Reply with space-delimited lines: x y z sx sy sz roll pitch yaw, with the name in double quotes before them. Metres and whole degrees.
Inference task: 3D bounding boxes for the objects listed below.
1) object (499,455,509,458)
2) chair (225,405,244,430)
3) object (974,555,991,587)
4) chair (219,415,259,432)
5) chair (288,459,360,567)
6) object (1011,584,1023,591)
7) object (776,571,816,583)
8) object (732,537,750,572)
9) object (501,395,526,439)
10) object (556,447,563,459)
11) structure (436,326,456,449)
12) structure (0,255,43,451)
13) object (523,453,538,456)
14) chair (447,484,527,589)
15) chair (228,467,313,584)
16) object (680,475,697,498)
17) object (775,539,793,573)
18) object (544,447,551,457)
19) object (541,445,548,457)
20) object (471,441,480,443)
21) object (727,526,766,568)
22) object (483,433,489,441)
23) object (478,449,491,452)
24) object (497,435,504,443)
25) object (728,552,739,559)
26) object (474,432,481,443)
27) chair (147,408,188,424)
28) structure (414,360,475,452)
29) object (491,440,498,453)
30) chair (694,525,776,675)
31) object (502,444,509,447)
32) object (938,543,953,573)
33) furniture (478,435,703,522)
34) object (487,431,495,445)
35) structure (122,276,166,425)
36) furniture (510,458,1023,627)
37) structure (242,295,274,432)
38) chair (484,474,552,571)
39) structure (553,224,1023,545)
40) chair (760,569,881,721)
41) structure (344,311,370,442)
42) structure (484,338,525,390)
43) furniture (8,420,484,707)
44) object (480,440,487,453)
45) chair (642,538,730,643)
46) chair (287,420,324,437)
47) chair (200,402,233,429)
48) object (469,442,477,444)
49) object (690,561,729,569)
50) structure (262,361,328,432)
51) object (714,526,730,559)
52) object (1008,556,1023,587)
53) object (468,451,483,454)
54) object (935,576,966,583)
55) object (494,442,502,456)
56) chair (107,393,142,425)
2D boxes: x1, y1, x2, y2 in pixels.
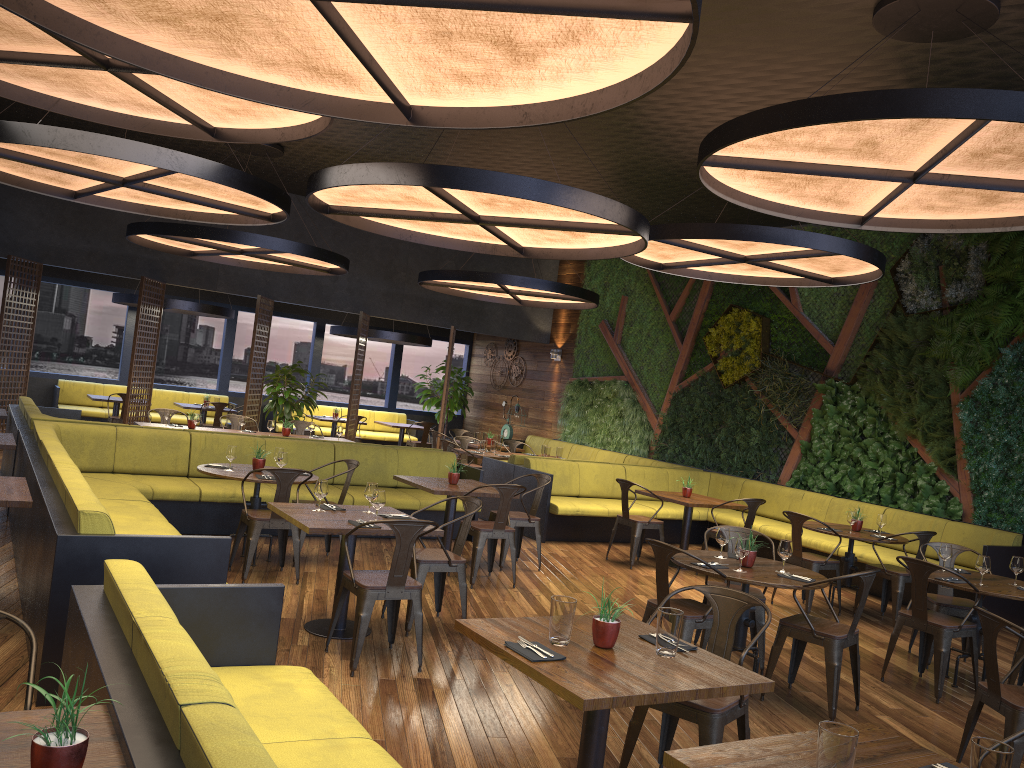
"object" -0.087 1.022 12.556 0.255 0.019 0.157 7 0 -32
"chair" -4.848 0.768 15.815 0.541 0.917 0.504 7 0 -31
"object" 3.318 1.316 6.254 0.097 0.206 0.097 7 0 -41
"chair" -3.683 0.890 11.864 0.504 0.917 0.541 7 0 -31
"chair" -1.686 1.114 7.869 0.541 0.917 0.504 7 0 -31
"object" 3.672 1.454 6.278 0.255 0.019 0.157 7 0 37
"object" 1.779 1.217 5.612 0.255 0.019 0.157 7 0 37
"object" 1.458 1.083 5.625 0.097 0.206 0.097 7 0 31
"object" -0.026 1.025 17.598 0.459 1.615 0.848 7 0 -31
"object" 0.712 1.045 13.320 0.102 0.178 0.102 7 0 45
"structure" -1.218 0.321 15.966 0.050 2.700 0.852 7 0 -1
"structure" -6.995 -0.412 12.455 0.050 2.700 0.852 7 0 -1
"object" 0.301 1.076 13.517 0.157 0.019 0.255 7 0 -32
"chair" -0.201 1.297 7.816 0.504 0.917 0.541 7 0 -31
"chair" -1.902 1.082 7.014 0.504 0.917 0.541 7 0 -31
"object" 1.963 1.134 9.949 0.260 0.271 0.238 7 0 8
"object" 1.779 1.123 5.787 0.097 0.206 0.097 7 0 10
"object" 0.520 1.020 13.104 0.102 0.178 0.102 7 0 5
"object" 0.493 1.019 13.485 0.102 0.178 0.102 7 0 45
"object" -0.582 0.975 15.017 0.255 0.019 0.157 7 0 -32
"object" 1.541 1.058 5.813 0.260 0.271 0.238 7 0 8
"object" -0.447 0.911 14.908 0.102 0.178 0.102 7 0 5
"object" -0.413 0.985 13.083 0.157 0.019 0.255 7 0 -32
"object" -0.199 0.941 14.760 0.102 0.178 0.102 7 0 5
"object" 1.578 1.195 6.148 0.157 0.019 0.255 7 0 12
"object" -0.581 0.893 14.737 0.102 0.178 0.102 7 0 45
"chair" -4.453 0.792 11.396 0.504 0.917 0.541 7 0 -31
"structure" -1.447 0.571 19.199 1.493 2.184 1.272 7 0 -31
"object" -0.266 0.923 13.024 0.102 0.178 0.102 7 0 45
"chair" 1.589 1.510 6.340 0.504 0.917 0.541 7 0 8
"object" -0.100 1.034 14.886 0.157 0.019 0.255 7 0 -32
"object" 3.274 1.313 6.706 0.097 0.206 0.097 7 0 -15
"furniture" 0.208 1.385 13.892 3.378 0.916 4.755 7 0 -31
"object" -0.367 0.873 14.727 0.238 0.271 0.260 7 0 -10
"structure" -5.551 -0.229 13.333 0.050 2.700 0.852 7 0 -1
"furniture" 2.584 1.656 9.921 3.372 0.914 4.503 7 0 -31
"structure" -4.106 -0.045 14.211 0.050 2.700 0.852 7 0 -1
"chair" 0.059 1.334 8.731 0.541 0.917 0.504 7 0 -31
"structure" 3.370 -0.084 12.856 0.918 4.593 9.182 7 0 -32
"chair" 1.937 1.548 5.499 0.541 0.917 0.504 7 0 41
"structure" -2.662 0.138 15.088 0.050 2.700 0.852 7 0 -1
"structure" -0.197 -0.445 18.893 0.058 1.178 1.791 7 0 -31
"furniture" -2.324 1.042 8.507 4.895 0.914 7.462 7 0 -36
"object" -0.415 0.903 12.757 0.102 0.178 0.102 7 0 45
"chair" 1.065 1.441 5.543 0.541 0.917 0.504 7 0 -31
"chair" -2.917 0.987 12.329 0.504 0.917 0.541 7 0 -31
"chair" -5.012 0.743 14.913 0.504 0.917 0.541 7 0 -31
"object" -0.699 0.958 14.611 0.157 0.019 0.255 7 0 -32
"object" 1.280 1.156 5.674 0.255 0.019 0.157 7 0 -33
"structure" -3.528 0.497 13.835 0.993 1.763 1.166 7 0 29
"object" 1.439 1.083 6.063 0.097 0.206 0.097 7 0 -24
"object" 3.672 1.361 6.453 0.097 0.206 0.097 7 0 10
"object" -0.533 0.968 12.631 0.157 0.019 0.255 7 0 -32
"object" 3.141 1.389 6.302 0.255 0.019 0.157 7 0 -33
"object" -0.202 0.928 12.665 0.102 0.178 0.102 7 0 5
"chair" -6.226 0.589 14.175 0.504 0.917 0.541 7 0 -31
